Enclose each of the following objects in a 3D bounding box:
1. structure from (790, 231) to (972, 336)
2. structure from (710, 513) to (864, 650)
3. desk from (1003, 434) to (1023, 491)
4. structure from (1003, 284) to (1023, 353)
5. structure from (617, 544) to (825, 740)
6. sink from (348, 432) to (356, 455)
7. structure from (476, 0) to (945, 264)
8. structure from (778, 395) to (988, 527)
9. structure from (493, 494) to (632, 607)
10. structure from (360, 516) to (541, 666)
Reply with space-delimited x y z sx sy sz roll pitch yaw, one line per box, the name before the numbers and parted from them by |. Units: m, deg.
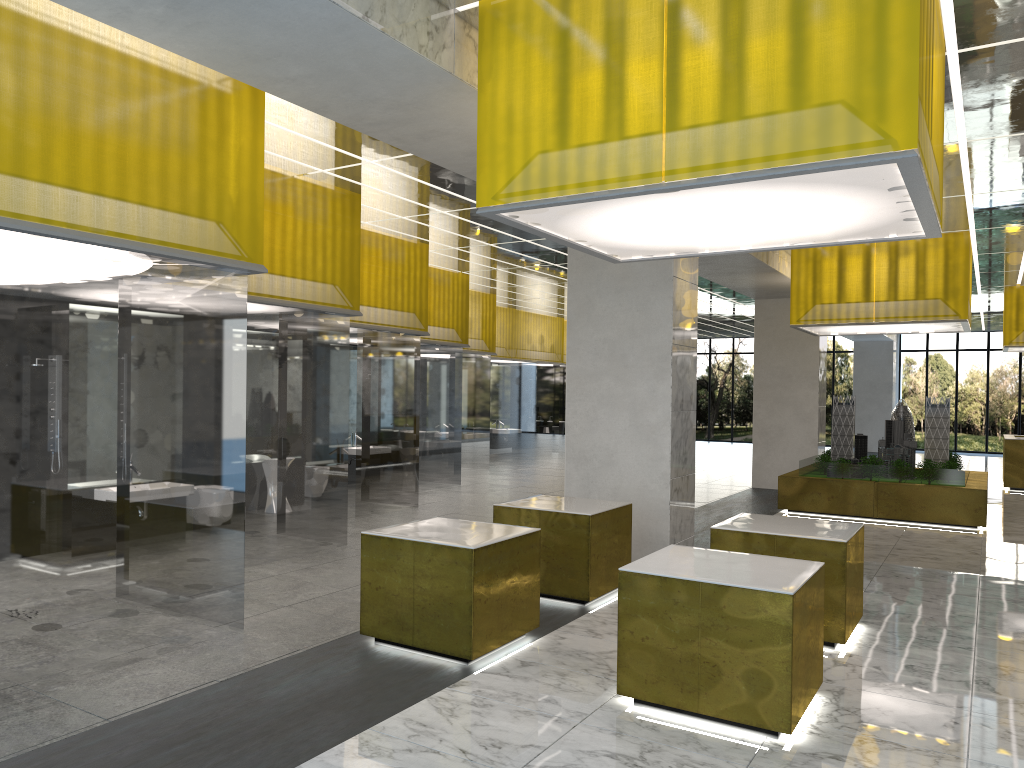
structure | 8.252 -2.338 18.973 3.437 2.269 3.068 1 0 32
structure | 3.119 2.181 9.641 1.442 1.173 1.365 1 0 32
desk | 16.393 2.360 25.063 3.397 1.508 3.293 1 0 32
structure | 16.422 -2.153 25.063 3.436 2.269 2.948 1 0 32
structure | 1.809 2.138 7.310 1.442 1.173 1.365 1 0 32
sink | -4.059 1.738 23.379 0.924 1.053 1.311 1 0 31
structure | 1.886 -2.551 7.647 3.436 2.269 3.067 1 0 32
structure | 8.835 1.566 20.024 4.088 2.571 4.868 1 0 31
structure | 0.679 2.162 11.283 1.442 1.173 1.365 1 0 32
structure | -0.628 2.118 8.958 1.442 1.173 1.365 1 0 32
